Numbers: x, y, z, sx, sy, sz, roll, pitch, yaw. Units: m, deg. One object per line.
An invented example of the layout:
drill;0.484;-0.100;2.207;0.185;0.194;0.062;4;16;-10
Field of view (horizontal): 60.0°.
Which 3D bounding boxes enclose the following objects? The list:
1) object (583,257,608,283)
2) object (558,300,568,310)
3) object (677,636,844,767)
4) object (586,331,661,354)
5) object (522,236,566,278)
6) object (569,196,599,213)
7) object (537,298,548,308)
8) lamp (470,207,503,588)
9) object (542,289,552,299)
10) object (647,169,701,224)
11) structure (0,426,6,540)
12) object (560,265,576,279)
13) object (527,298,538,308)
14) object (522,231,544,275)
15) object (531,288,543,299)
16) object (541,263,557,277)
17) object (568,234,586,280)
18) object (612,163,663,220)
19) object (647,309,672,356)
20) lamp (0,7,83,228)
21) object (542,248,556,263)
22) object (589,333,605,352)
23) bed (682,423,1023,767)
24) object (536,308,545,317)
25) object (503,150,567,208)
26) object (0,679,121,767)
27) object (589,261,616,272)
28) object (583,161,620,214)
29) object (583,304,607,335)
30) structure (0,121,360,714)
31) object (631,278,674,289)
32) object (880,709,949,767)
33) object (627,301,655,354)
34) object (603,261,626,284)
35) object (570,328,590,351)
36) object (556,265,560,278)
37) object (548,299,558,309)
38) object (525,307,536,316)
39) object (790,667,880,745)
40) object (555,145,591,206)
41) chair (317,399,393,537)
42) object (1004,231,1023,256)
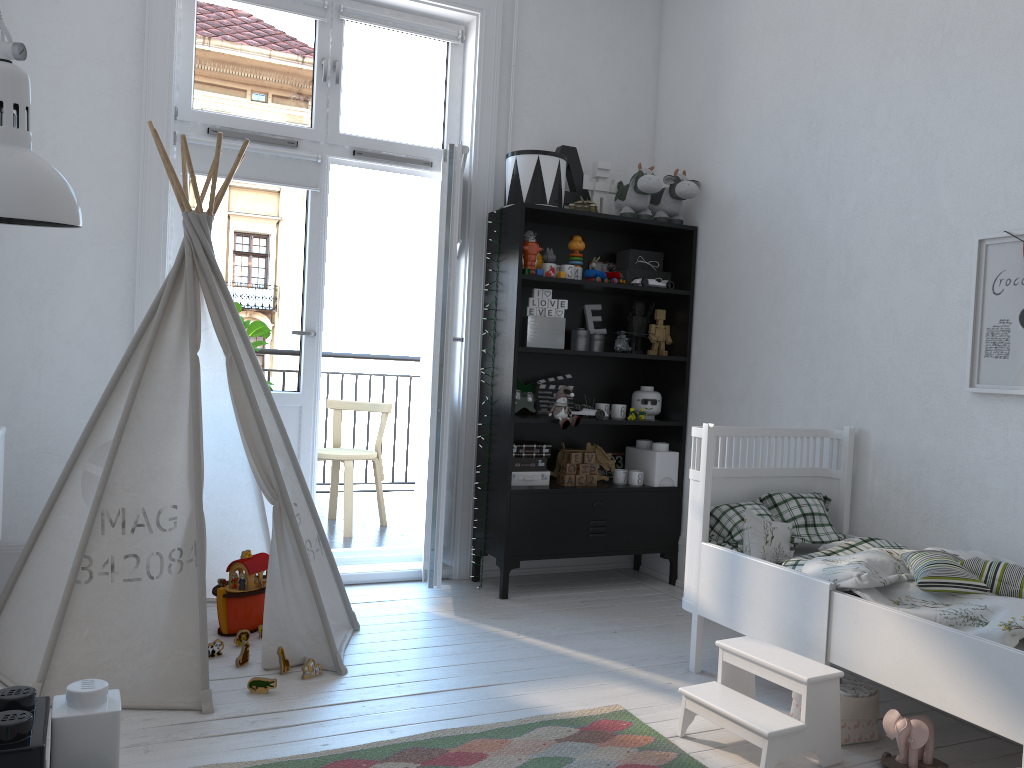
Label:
object;0.383;-0.513;4.018;0.087;0.126;0.121;4;2;42
object;0.222;-0.347;3.879;0.040;0.040;0.040;3;1;-1
object;0.663;0.854;2.372;0.288;0.246;0.332;2;2;-31
object;0.506;-0.194;4.126;0.368;0.106;0.349;2;1;-24
object;0.085;-0.561;3.926;0.197;0.197;0.318;2;2;-29
object;0.323;-0.802;3.977;0.121;0.100;0.338;3;1;9
object;0.133;-0.351;3.862;0.040;0.040;0.040;3;1;-6
lamp;0.286;0.079;4.126;0.985;1.684;0.095;2;2;-28
object;0.149;-0.391;3.863;0.040;0.040;0.040;2;1;-16
object;0.698;-0.860;4.144;0.211;0.253;0.386;2;2;-42
structure;-1.752;0.382;2.980;0.075;0.460;0.635;2;2;-29
object;0.246;-0.489;3.911;0.067;0.067;0.067;2;2;-25
object;0.089;-0.353;3.854;0.040;0.040;0.040;2;1;-16
object;0.085;-0.564;3.848;0.105;0.203;0.072;2;2;-18
object;0.108;-0.393;3.856;0.040;0.040;0.040;2;2;-21
object;0.161;-0.493;3.887;0.067;0.067;0.067;2;2;-25
object;0.286;-0.561;3.970;0.077;0.213;0.077;3;2;8
object;0.563;-0.865;4.074;0.154;0.253;0.370;2;1;-18
object;0.703;-0.243;4.205;0.114;0.221;0.052;2;2;-26
lamp;-0.722;-0.543;0.997;0.200;0.656;0.651;3;1;8
object;0.168;-0.542;4.051;0.063;0.160;0.063;4;2;43
object;0.444;-0.191;4.132;0.078;0.091;0.246;2;2;-31
bed;1.169;0.582;2.566;0.670;0.833;1.403;2;1;-26
object;0.118;-0.312;3.869;0.040;0.040;0.040;2;2;-21
object;0.106;-0.893;3.989;0.272;0.259;0.395;3;1;3
object;-0.857;0.745;1.634;0.246;0.332;0.246;2;2;-26
object;0.529;-0.518;4.308;0.347;0.132;0.037;2;2;-26
object;0.416;-0.897;4.186;0.190;0.291;0.065;2;2;-21
object;0.397;-0.308;4.244;0.107;0.151;0.055;2;2;-26
structure;-1.062;0.012;2.940;1.143;1.750;1.143;4;2;40
object;0.647;-0.463;4.095;0.230;0.048;0.098;2;2;-36
object;0.998;0.921;2.267;0.254;0.152;0.125;2;2;-27
object;0.609;-0.267;4.228;0.117;0.259;0.081;2;2;-26
object;0.463;-0.511;4.103;0.122;0.112;0.087;4;2;35
object;0.320;-0.206;4.165;0.095;0.110;0.095;2;2;-21
object;0.190;-0.492;3.950;0.067;0.067;0.067;4;2;38
object;0.178;-0.349;3.870;0.040;0.040;0.040;3;1;4
object;0.081;-0.313;3.854;0.040;0.040;0.040;3;1;-11
object;0.920;0.913;2.530;0.215;0.148;0.240;2;1;-19
object;0.248;-0.932;4.138;0.343;0.344;0.057;2;2;-26
chair;-0.951;0.456;5.019;0.436;0.715;0.498;3;2;19
object;1.686;-0.397;2.332;0.058;0.415;0.904;2;1;-26
